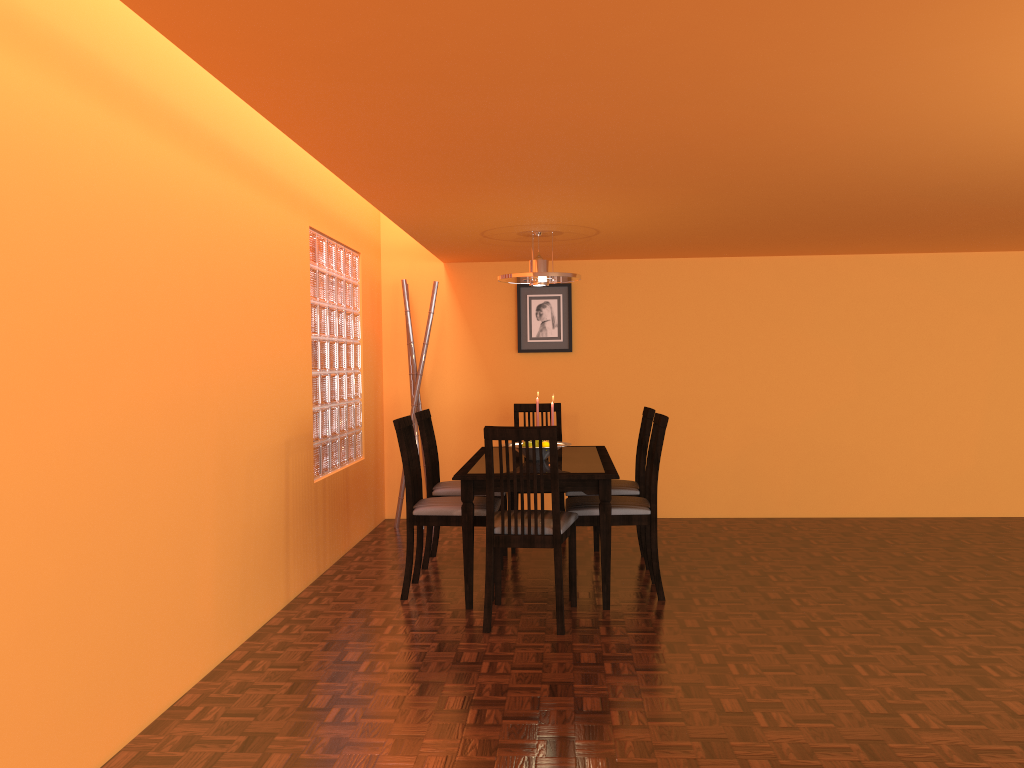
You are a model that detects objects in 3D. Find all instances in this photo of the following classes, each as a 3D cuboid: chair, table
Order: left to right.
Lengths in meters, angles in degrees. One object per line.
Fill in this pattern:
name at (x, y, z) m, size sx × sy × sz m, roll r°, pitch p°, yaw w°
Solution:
chair at (-0.292, 0.552, 4.058) m, size 0.465 × 0.809 × 0.373 m, roll -1°, pitch 1°, yaw 3°
chair at (-0.257, 0.538, 4.633) m, size 0.465 × 0.809 × 0.373 m, roll -1°, pitch 1°, yaw 3°
chair at (0.066, 0.559, 3.593) m, size 0.373 × 0.809 × 0.465 m, roll -1°, pitch 1°, yaw 8°
chair at (0.162, 0.522, 5.052) m, size 0.373 × 0.809 × 0.465 m, roll -1°, pitch 1°, yaw -2°
table at (0.139, 0.653, 4.316) m, size 0.697 × 0.584 × 1.259 m, roll -1°, pitch 1°, yaw 3°
chair at (0.507, 0.529, 4.586) m, size 0.465 × 0.809 × 0.373 m, roll -1°, pitch 1°, yaw 3°
chair at (0.473, 0.543, 4.010) m, size 0.465 × 0.809 × 0.373 m, roll -1°, pitch 1°, yaw 3°

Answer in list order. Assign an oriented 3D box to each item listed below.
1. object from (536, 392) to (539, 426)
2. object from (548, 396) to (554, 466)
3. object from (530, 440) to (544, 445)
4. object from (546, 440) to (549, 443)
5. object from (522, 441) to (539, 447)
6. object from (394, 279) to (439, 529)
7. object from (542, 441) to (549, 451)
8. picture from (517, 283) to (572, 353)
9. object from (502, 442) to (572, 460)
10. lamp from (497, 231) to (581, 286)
object at (0.132, 0.193, 4.545) m, size 0.044 × 0.326 × 0.044 m, roll -1°, pitch 1°, yaw -8°
object at (0.183, 0.205, 3.999) m, size 0.044 × 0.326 × 0.044 m, roll -1°, pitch 1°, yaw -8°
object at (0.120, 0.289, 4.340) m, size 0.069 × 0.066 × 0.069 m, roll 0°, pitch 1°, yaw 13°
object at (0.177, 0.303, 4.284) m, size 0.055 × 0.070 × 0.066 m, roll -1°, pitch 1°, yaw -15°
object at (0.087, 0.312, 4.242) m, size 0.089 × 0.076 × 0.087 m, roll -1°, pitch 1°, yaw 10°
object at (-0.603, 0.130, 5.684) m, size 0.308 × 1.589 × 0.226 m, roll 0°, pitch 2°, yaw 26°
object at (0.156, 0.293, 4.179) m, size 0.046 × 0.046 × 0.055 m, roll -1°, pitch 1°, yaw -14°
picture at (0.216, -0.436, 5.871) m, size 0.361 × 0.456 × 0.014 m, roll -1°, pitch 1°, yaw 3°
object at (0.119, 0.326, 4.268) m, size 0.337 × 0.072 × 0.337 m, roll -2°, pitch 2°, yaw -30°
lamp at (0.140, -0.648, 4.604) m, size 0.435 × 0.274 × 0.435 m, roll 0°, pitch 2°, yaw 26°
